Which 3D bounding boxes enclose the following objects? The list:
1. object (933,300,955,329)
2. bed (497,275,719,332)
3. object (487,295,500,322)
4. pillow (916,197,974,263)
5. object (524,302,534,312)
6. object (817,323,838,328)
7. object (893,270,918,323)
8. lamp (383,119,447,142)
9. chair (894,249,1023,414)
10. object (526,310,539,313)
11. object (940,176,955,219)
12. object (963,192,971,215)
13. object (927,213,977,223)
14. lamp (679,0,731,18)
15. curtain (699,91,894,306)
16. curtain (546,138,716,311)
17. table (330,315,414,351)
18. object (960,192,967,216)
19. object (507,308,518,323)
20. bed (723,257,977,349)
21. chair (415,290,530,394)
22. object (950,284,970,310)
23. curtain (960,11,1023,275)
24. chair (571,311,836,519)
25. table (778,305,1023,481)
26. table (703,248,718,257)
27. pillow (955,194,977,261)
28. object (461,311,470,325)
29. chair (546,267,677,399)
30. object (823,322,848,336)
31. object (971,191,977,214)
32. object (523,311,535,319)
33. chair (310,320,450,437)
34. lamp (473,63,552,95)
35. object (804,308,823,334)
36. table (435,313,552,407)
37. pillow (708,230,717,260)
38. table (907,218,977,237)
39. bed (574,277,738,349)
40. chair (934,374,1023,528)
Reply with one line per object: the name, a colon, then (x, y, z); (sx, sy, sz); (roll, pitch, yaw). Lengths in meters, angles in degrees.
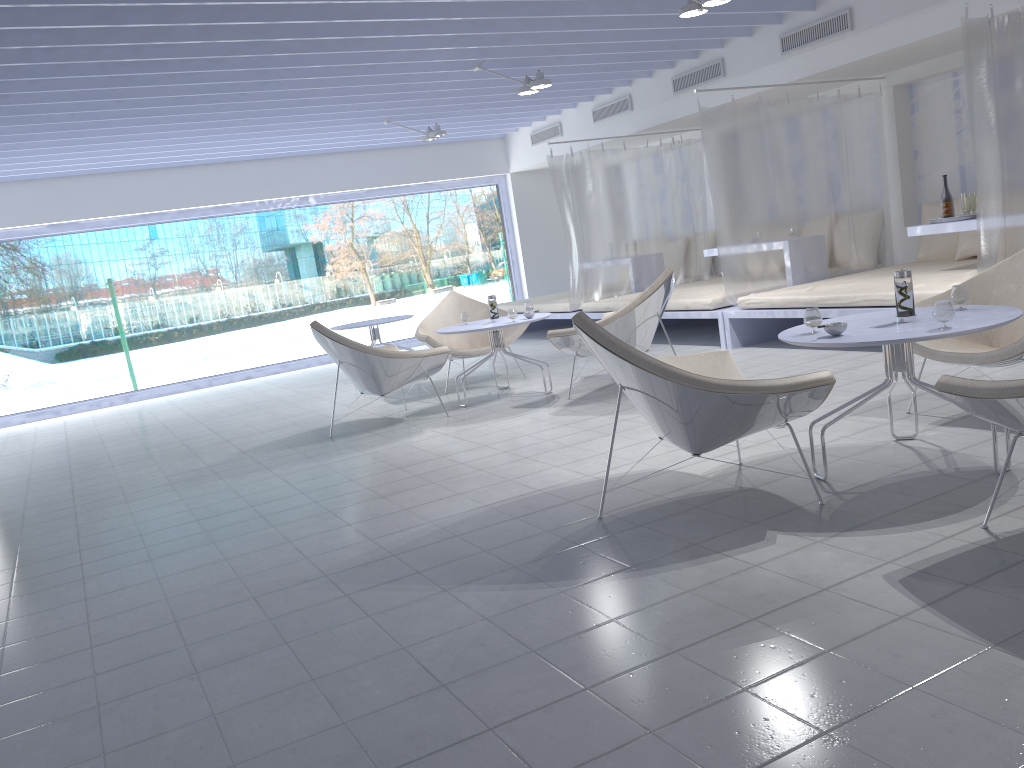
object: (1.440, -0.231, 2.958); (0.068, 0.091, 0.068); (-15, 10, -36)
bed: (1.015, -0.887, 10.285); (2.022, 0.422, 2.200); (-13, 9, -26)
object: (-0.133, -0.534, 6.252); (0.075, 0.189, 0.075); (-15, 10, -34)
pillow: (3.538, -1.245, 7.232); (0.230, 0.521, 0.524); (-13, 9, -24)
object: (0.124, -0.548, 6.413); (0.068, 0.091, 0.068); (-14, 10, -33)
object: (1.123, -0.208, 3.154); (0.098, 0.016, 0.012); (-13, 9, -26)
object: (1.436, -0.321, 3.246); (0.075, 0.185, 0.075); (-5, 9, 26)
lamp: (-0.984, -2.551, 8.858); (0.587, 0.218, 0.380); (-13, 9, -26)
chair: (2.197, -0.277, 3.851); (0.753, 0.759, 0.906); (-12, 9, -22)
object: (0.141, -0.491, 6.045); (0.098, 0.016, 0.012); (-4, 10, 30)
object: (3.011, -1.294, 6.148); (0.092, 0.302, 0.092); (-4, 10, 31)
object: (3.072, -1.202, 5.974); (0.059, 0.174, 0.059); (-4, 10, 31)
object: (3.053, -1.140, 6.102); (0.275, 0.031, 0.429); (-13, 9, -24)
lamp: (0.942, -2.288, 5.136); (0.587, 0.218, 0.380); (-13, 9, -26)
curtain: (2.384, -1.529, 7.204); (1.998, 1.559, 0.125); (-13, 10, -28)
curtain: (1.328, -1.681, 9.149); (2.050, 1.552, 0.151); (-13, 9, -26)
table: (-1.324, -0.348, 8.695); (0.825, 0.534, 0.823); (-6, 9, 20)
object: (3.095, -1.219, 6.066); (0.059, 0.174, 0.059); (-4, 10, 31)
object: (0.004, -0.461, 5.961); (0.068, 0.091, 0.068); (-8, 8, 2)
bed: (3.041, -0.611, 6.371); (2.022, 0.422, 2.200); (-13, 9, -26)
chair: (-0.357, -0.392, 7.232); (0.906, 0.759, 0.753); (-11, 9, -16)
object: (1.689, -0.327, 3.342); (0.068, 0.091, 0.068); (-15, 10, -36)
curtain: (3.354, -1.404, 5.234); (2.050, 1.552, 0.151); (-13, 9, -26)
chair: (0.621, 0.056, 3.245); (0.753, 0.759, 0.906); (-10, 9, -9)
table: (1.446, 0.036, 3.302); (0.823, 0.534, 0.825); (-2, 11, 40)
table: (2.218, -1.022, 7.811); (0.416, 0.450, 1.065); (-13, 9, -26)
pillow: (3.710, -1.236, 6.835); (0.537, 0.527, 0.233); (-1, 12, 43)
object: (-0.338, -0.477, 6.418); (0.068, 0.091, 0.068); (-9, 8, -4)
chair: (0.767, -0.356, 5.839); (0.753, 0.759, 0.906); (-3, 10, 33)
object: (1.156, -0.194, 3.166); (0.082, 0.043, 0.082); (-13, 9, -25)
object: (3.125, -1.215, 6.008); (0.059, 0.174, 0.059); (-4, 10, 31)
object: (0.119, -0.470, 6.067); (0.082, 0.043, 0.082); (-4, 10, 31)
chair: (-0.929, -0.104, 5.895); (0.753, 0.759, 0.906); (-14, 10, -31)
lamp: (-0.017, -2.419, 6.989); (0.587, 0.218, 0.380); (-13, 9, -26)
object: (1.126, -0.237, 3.315); (0.068, 0.091, 0.068); (-15, 10, -36)
table: (-0.090, -0.174, 6.273); (0.825, 0.534, 0.823); (-15, 10, -35)
pillow: (2.105, -1.456, 10.016); (0.231, 0.510, 0.572); (-13, 9, -25)
table: (3.225, -0.884, 5.864); (0.416, 0.450, 1.065); (-13, 9, -26)
bed: (2.014, -0.748, 8.319); (2.016, 0.427, 2.200); (-13, 9, -26)
chair: (1.723, 0.029, 2.294); (0.906, 0.759, 0.753); (-10, 9, -11)
